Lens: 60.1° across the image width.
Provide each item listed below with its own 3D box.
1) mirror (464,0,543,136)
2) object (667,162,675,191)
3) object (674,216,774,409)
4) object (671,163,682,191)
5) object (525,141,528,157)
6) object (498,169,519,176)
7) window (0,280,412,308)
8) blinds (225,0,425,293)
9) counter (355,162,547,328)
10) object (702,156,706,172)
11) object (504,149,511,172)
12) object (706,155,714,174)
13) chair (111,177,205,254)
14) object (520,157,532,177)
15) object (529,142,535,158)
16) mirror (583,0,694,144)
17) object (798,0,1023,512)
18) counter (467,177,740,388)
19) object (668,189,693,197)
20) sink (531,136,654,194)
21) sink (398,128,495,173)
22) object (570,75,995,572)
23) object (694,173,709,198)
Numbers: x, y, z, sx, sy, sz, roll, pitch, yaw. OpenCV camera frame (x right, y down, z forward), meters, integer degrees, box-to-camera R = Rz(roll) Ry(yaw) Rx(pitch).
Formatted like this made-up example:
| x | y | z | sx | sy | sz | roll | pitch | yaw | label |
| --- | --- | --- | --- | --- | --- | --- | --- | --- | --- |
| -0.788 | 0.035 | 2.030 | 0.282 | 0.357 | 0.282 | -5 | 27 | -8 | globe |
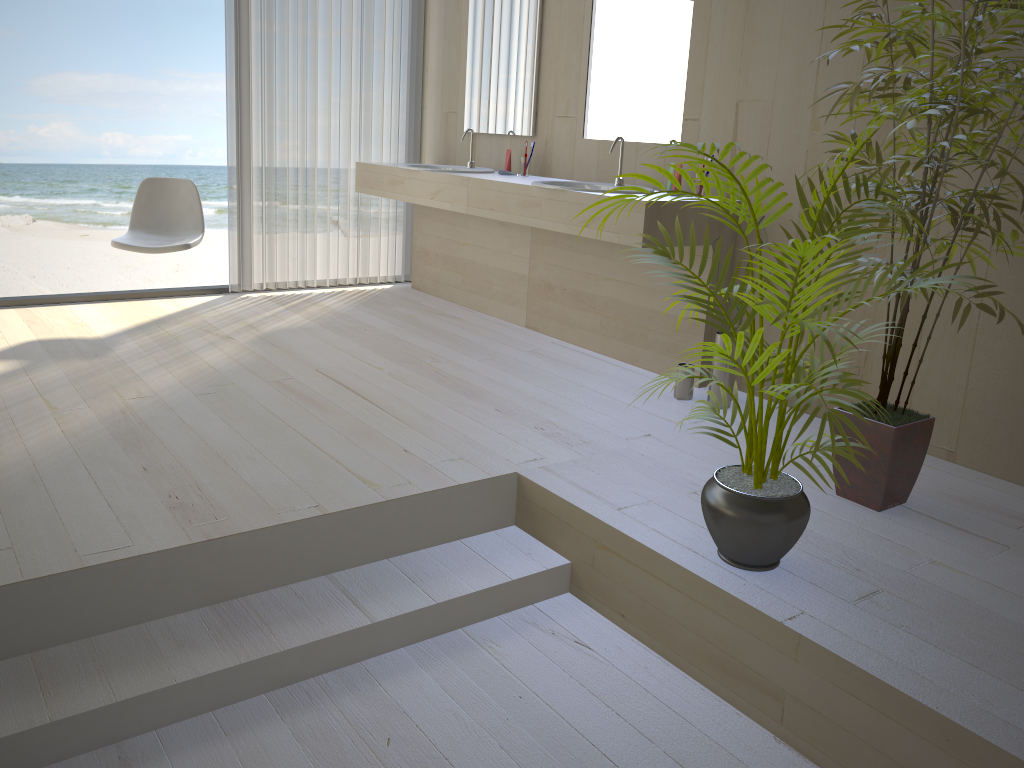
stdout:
| x | y | z | sx | sy | sz | roll | pitch | yaw | label |
| --- | --- | --- | --- | --- | --- | --- | --- | --- | --- |
| -0.055 | -1.798 | 4.792 | 0.023 | 0.857 | 0.660 | -6 | 17 | -35 | mirror |
| 0.684 | -0.877 | 3.782 | 0.039 | 0.133 | 0.039 | 4 | 13 | 5 | object |
| 0.868 | -0.295 | 3.490 | 0.276 | 0.739 | 0.409 | 15 | 18 | 40 | object |
| 0.685 | -0.846 | 3.671 | 0.039 | 0.133 | 0.039 | 4 | 13 | 5 | object |
| 0.070 | -1.155 | 4.539 | 0.012 | 0.176 | 0.050 | 4 | 13 | 2 | object |
| -0.019 | -1.086 | 4.548 | 0.104 | 0.028 | 0.033 | 4 | 15 | 4 | object |
| -2.238 | -1.669 | 3.927 | 4.576 | 2.776 | 0.752 | -8 | 17 | -35 | window |
| -1.058 | -1.585 | 5.093 | 1.186 | 2.043 | 0.085 | -7 | 16 | -36 | blinds |
| -0.360 | -0.797 | 4.944 | 0.552 | 0.780 | 1.218 | -7 | 18 | -35 | counter |
| 0.775 | -0.844 | 3.594 | 0.012 | 0.176 | 0.050 | 4 | 13 | 2 | object |
| -0.020 | -1.156 | 4.616 | 0.039 | 0.133 | 0.039 | 6 | 13 | 12 | object |
| 0.792 | -0.851 | 3.626 | 0.054 | 0.173 | 0.012 | 1 | 13 | -11 | object |
| -1.724 | -0.826 | 4.342 | 0.369 | 0.343 | 0.461 | 1 | 15 | -8 | chair |
| 0.069 | -1.122 | 4.578 | 0.059 | 0.099 | 0.059 | -4 | 16 | -29 | object |
| 0.087 | -1.161 | 4.571 | 0.054 | 0.173 | 0.012 | 1 | 13 | -11 | object |
| 0.572 | -1.535 | 3.995 | 0.023 | 0.857 | 0.660 | -6 | 17 | -35 | mirror |
| 1.168 | -0.501 | 2.449 | 0.787 | 1.733 | 0.948 | 1 | 14 | -11 | object |
| 0.345 | -0.486 | 3.998 | 0.552 | 0.780 | 1.218 | -7 | 18 | -35 | counter |
| 0.686 | -0.776 | 3.603 | 0.104 | 0.028 | 0.033 | 4 | 15 | 4 | object |
| 0.349 | -0.870 | 3.853 | 0.505 | 0.414 | 0.580 | -6 | 18 | -32 | sink |
| -0.355 | -1.181 | 4.798 | 0.505 | 0.414 | 0.580 | -6 | 18 | -32 | sink |
| 0.570 | -0.125 | 2.046 | 0.916 | 1.142 | 0.761 | 3 | 14 | -3 | object |
| 0.774 | -0.812 | 3.632 | 0.058 | 0.099 | 0.059 | -3 | 15 | -25 | object |
